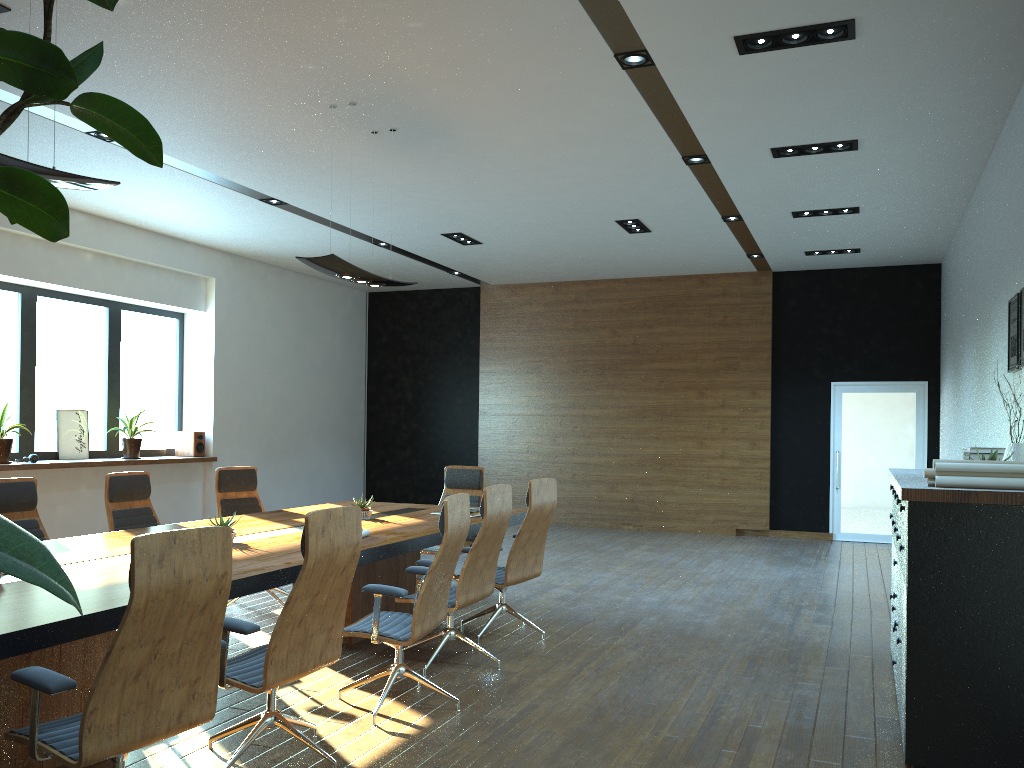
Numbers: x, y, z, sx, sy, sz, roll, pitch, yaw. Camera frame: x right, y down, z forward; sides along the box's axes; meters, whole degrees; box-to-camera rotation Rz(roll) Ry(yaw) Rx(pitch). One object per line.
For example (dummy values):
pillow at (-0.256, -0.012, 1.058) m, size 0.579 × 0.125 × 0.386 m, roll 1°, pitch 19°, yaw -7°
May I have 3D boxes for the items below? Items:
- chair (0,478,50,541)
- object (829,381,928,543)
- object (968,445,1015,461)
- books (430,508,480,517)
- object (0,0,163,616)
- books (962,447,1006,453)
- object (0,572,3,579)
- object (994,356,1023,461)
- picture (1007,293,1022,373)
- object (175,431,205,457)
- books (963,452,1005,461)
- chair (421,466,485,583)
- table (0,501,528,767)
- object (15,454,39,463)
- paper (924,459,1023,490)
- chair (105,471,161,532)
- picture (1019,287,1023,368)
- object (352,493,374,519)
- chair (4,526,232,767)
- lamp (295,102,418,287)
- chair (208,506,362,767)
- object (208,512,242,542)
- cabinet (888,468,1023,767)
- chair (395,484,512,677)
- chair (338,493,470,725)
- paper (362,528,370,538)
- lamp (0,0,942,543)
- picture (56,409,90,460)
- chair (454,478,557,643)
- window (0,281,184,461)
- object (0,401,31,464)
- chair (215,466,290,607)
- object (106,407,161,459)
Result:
chair at (-2.819, 1.139, 5.303) m, size 0.696 × 1.127 × 0.707 m, roll 0°, pitch -1°, yaw 24°
object at (4.932, 1.053, 11.948) m, size 1.197 × 2.159 × 0.200 m, roll 0°, pitch 0°, yaw 22°
object at (2.405, 0.400, 4.459) m, size 0.177 × 0.188 × 0.153 m, roll 2°, pitch -2°, yaw -28°
books at (-0.320, 0.998, 6.971) m, size 0.389 × 0.033 × 0.545 m, roll -1°, pitch -3°, yaw 33°
object at (-1.215, -0.186, 0.888) m, size 2.038 × 3.367 × 1.681 m, roll 1°, pitch -1°, yaw -27°
books at (3.037, 0.419, 5.615) m, size 0.291 × 0.032 × 0.362 m, roll 0°, pitch -3°, yaw 20°
object at (-2.204, 0.739, 3.706) m, size 0.153 × 0.188 × 0.178 m, roll 1°, pitch -1°, yaw 10°
object at (2.589, 0.169, 4.547) m, size 0.212 × 0.662 × 0.444 m, roll 0°, pitch -1°, yaw 37°
picture at (3.267, -0.324, 5.757) m, size 0.028 × 0.483 × 0.380 m, roll 1°, pitch -1°, yaw 22°
object at (-4.100, 0.765, 11.296) m, size 0.314 × 0.321 × 0.211 m, roll 0°, pitch -1°, yaw 22°
books at (3.036, 0.466, 5.614) m, size 0.288 × 0.063 × 0.369 m, roll 0°, pitch -3°, yaw 22°
chair at (-0.568, 1.293, 7.775) m, size 0.706 × 1.127 × 0.696 m, roll 0°, pitch -1°, yaw 24°
table at (-1.666, 1.305, 5.100) m, size 1.785 × 0.796 × 5.548 m, roll 0°, pitch -3°, yaw 22°
object at (-4.945, 0.759, 9.030) m, size 0.209 × 0.089 × 0.178 m, roll 2°, pitch -3°, yaw -31°
paper at (2.165, 0.400, 3.894) m, size 0.645 × 0.124 × 0.144 m, roll 0°, pitch -2°, yaw 22°
chair at (-2.463, 1.190, 6.222) m, size 0.696 × 1.127 × 0.707 m, roll 0°, pitch -1°, yaw 22°
picture at (3.092, -0.349, 5.318) m, size 0.028 × 0.483 × 0.380 m, roll 1°, pitch -1°, yaw 22°
object at (-1.099, 0.894, 6.505) m, size 0.177 × 0.188 × 0.153 m, roll 1°, pitch -1°, yaw -3°
chair at (-1.364, 1.048, 3.083) m, size 0.696 × 1.127 × 0.707 m, roll 0°, pitch -1°, yaw 30°
lamp at (-1.089, -1.341, 6.448) m, size 0.340 × 1.199 × 1.198 m, roll 1°, pitch -1°, yaw 22°
chair at (-1.051, 1.092, 3.890) m, size 0.696 × 1.127 × 0.707 m, roll 0°, pitch -1°, yaw 23°
object at (-1.659, 0.816, 5.092) m, size 0.177 × 0.188 × 0.153 m, roll 2°, pitch -2°, yaw -28°
cabinet at (2.483, 1.129, 4.817) m, size 0.767 × 1.232 × 2.350 m, roll 0°, pitch -2°, yaw 22°
chair at (-0.381, 1.184, 5.543) m, size 0.696 × 1.127 × 0.707 m, roll 0°, pitch -1°, yaw 22°
chair at (-0.597, 1.139, 4.699) m, size 0.696 × 1.127 × 0.707 m, roll 1°, pitch -1°, yaw 14°
paper at (-1.742, 0.845, 4.697) m, size 2.242 × 0.083 × 0.628 m, roll 2°, pitch -3°, yaw -28°
lamp at (0.313, 0.162, 10.996) m, size 9.391 × 3.706 × 16.702 m, roll 0°, pitch -3°, yaw 22°
picture at (-4.930, 0.569, 9.950) m, size 0.057 × 0.561 × 0.421 m, roll 1°, pitch -1°, yaw 22°
chair at (-0.064, 1.229, 6.352) m, size 0.696 × 1.127 × 0.707 m, roll 0°, pitch -1°, yaw 29°
window at (-4.950, -0.084, 9.959) m, size 0.053 × 1.860 × 3.467 m, roll 1°, pitch -2°, yaw 22°
object at (-5.038, 0.476, 8.759) m, size 0.515 × 0.620 × 0.473 m, roll 0°, pitch -1°, yaw 27°
chair at (-2.044, 1.243, 7.172) m, size 0.696 × 1.127 × 0.707 m, roll 0°, pitch -1°, yaw 37°
object at (-4.404, 0.561, 10.285) m, size 0.473 × 0.620 × 0.516 m, roll 0°, pitch -2°, yaw 37°
